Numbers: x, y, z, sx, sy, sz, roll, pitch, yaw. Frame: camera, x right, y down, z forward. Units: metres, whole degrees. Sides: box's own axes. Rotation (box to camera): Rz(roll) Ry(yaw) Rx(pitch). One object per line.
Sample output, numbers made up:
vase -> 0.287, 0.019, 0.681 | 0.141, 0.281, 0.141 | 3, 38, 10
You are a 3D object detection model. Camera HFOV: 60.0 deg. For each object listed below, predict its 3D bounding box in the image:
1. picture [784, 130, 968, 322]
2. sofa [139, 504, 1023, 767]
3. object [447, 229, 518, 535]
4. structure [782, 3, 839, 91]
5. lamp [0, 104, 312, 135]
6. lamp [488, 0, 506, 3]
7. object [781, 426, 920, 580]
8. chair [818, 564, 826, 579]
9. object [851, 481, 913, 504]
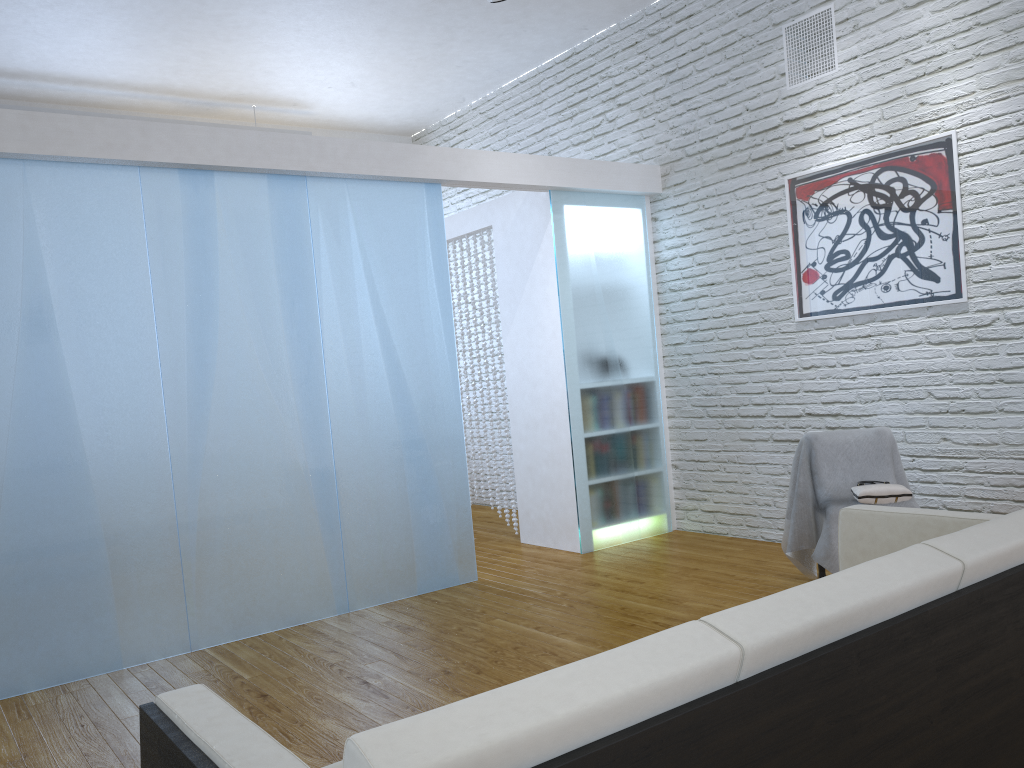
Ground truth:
picture -> 1.750, -0.734, 4.351 | 0.010, 0.770, 0.921 | -7, 2, -35
sofa -> 0.036, 0.726, 2.415 | 5.328, 0.680, 9.730 | -6, 1, -35
object -> -0.283, 0.015, 6.037 | 0.051, 2.018, 0.923 | -7, 3, -36
structure -> 1.520, -1.712, 4.522 | 0.010, 0.335, 0.308 | -7, 2, -35
lamp -> -2.822, -1.728, 5.960 | 3.113, 0.487, 0.197 | -6, 2, -37
lamp -> -0.946, -1.863, 3.328 | 3.112, 0.487, 0.205 | -6, 2, -38
object -> 1.558, 0.554, 3.931 | 0.645, 0.688, 0.634 | -5, 2, 3
chair -> 1.549, 0.565, 3.933 | 0.348, 0.664, 0.340 | -5, 2, 6
object -> 1.577, 0.467, 3.849 | 0.232, 0.085, 0.223 | -5, 1, 1
